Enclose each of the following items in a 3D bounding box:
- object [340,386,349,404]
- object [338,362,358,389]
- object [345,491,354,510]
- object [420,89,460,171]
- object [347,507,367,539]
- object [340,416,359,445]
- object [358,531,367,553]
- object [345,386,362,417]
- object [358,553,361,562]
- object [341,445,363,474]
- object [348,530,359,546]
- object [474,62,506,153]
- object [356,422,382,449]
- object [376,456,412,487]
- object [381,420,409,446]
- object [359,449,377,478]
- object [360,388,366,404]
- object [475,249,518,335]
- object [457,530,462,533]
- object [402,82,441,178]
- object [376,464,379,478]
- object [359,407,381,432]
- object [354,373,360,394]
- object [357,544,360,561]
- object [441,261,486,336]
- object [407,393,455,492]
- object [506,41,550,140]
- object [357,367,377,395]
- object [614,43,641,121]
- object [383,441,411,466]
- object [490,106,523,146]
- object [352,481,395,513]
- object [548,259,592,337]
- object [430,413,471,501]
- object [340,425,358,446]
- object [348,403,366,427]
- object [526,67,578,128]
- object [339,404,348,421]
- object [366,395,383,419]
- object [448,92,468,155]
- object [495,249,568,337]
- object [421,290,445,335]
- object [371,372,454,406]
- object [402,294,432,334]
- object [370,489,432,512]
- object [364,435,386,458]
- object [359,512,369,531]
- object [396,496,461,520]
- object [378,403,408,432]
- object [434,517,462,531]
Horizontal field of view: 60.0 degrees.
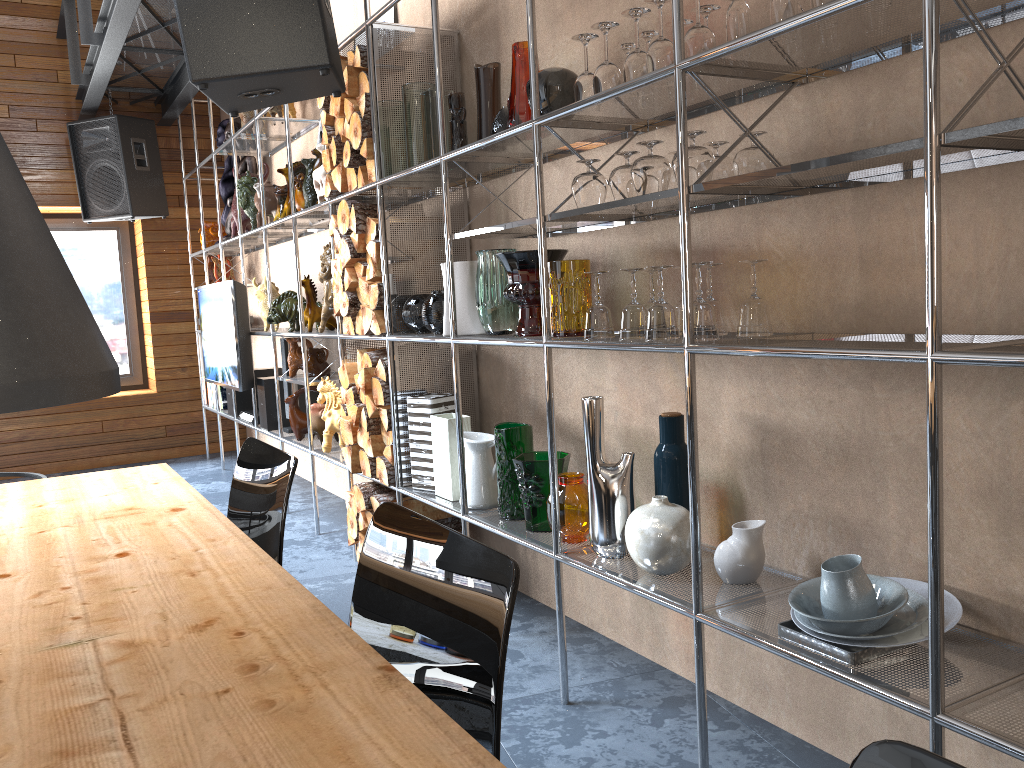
[{"bbox_3d":[-0.585,0.049,3.857,0.308,0.120,0.097,-7,7,-34],"label":"object"},{"bbox_3d":[-0.577,-0.045,3.789,0.299,0.119,0.151,-6,6,-27],"label":"object"},{"bbox_3d":[-0.567,0.512,3.884,0.310,0.121,0.111,-6,6,-30],"label":"object"},{"bbox_3d":[-0.246,-0.865,3.033,0.113,0.253,0.112,-6,6,-29],"label":"object"},{"bbox_3d":[-0.557,0.579,3.835,0.286,0.143,0.143,-6,6,-29],"label":"object"},{"bbox_3d":[-0.535,0.170,3.771,0.374,0.131,0.115,-7,7,-33],"label":"object"},{"bbox_3d":[-0.484,0.650,3.777,0.330,0.098,0.103,-6,6,-32],"label":"object"},{"bbox_3d":[-0.554,0.052,3.760,0.291,0.153,0.112,-7,6,-32],"label":"object"},{"bbox_3d":[-0.511,0.739,3.812,0.303,0.095,0.087,-6,6,-29],"label":"object"},{"bbox_3d":[-0.527,0.293,3.777,0.362,0.131,0.154,-6,6,-29],"label":"object"},{"bbox_3d":[-0.565,0.654,3.902,0.303,0.088,0.095,-6,6,-31],"label":"object"},{"bbox_3d":[-0.070,-0.851,2.713,0.092,0.268,0.092,-4,5,-6],"label":"object"},{"bbox_3d":[-0.488,0.192,3.666,0.288,0.118,0.147,-7,7,-33],"label":"object"},{"bbox_3d":[-0.377,0.321,3.490,0.287,0.112,0.126,-6,6,-29],"label":"object"},{"bbox_3d":[-0.366,0.167,3.529,0.286,0.143,0.143,-6,6,-29],"label":"object"},{"bbox_3d":[-0.470,0.306,3.665,0.299,0.114,0.135,-6,6,-31],"label":"object"},{"bbox_3d":[-0.451,0.025,3.650,0.322,0.128,0.164,-6,6,-30],"label":"object"},{"bbox_3d":[-0.043,-0.285,2.771,0.144,0.264,0.142,-3,5,1],"label":"object"},{"bbox_3d":[-0.339,0.648,3.510,0.321,0.109,0.110,-6,6,-28],"label":"object"},{"bbox_3d":[-0.324,-0.905,3.171,0.122,0.313,0.122,-4,5,-9],"label":"object"},{"bbox_3d":[-0.395,0.323,3.581,0.303,0.095,0.087,-6,6,-29],"label":"object"},{"bbox_3d":[-0.452,0.129,3.620,0.331,0.110,0.101,-6,6,-27],"label":"object"},{"bbox_3d":[-0.501,-0.014,3.707,0.303,0.090,0.098,-6,6,-30],"label":"object"},{"bbox_3d":[-0.530,0.721,3.902,0.287,0.112,0.126,-6,6,-29],"label":"object"},{"bbox_3d":[-0.145,-0.288,2.975,0.175,0.241,0.165,-2,5,6],"label":"object"},{"bbox_3d":[-0.293,0.214,3.311,0.139,0.347,0.140,2,7,40],"label":"object"},{"bbox_3d":[0.042,-0.830,2.512,0.127,0.254,0.126,-2,6,14],"label":"object"},{"bbox_3d":[-0.436,-0.025,3.552,0.362,0.115,0.098,-6,6,-30],"label":"object"},{"bbox_3d":[0.304,-0.790,2.325,0.071,0.184,0.070,1,7,37],"label":"object"},{"bbox_3d":[-0.349,0.252,3.477,0.303,0.088,0.095,-6,6,-31],"label":"object"},{"bbox_3d":[-0.014,-0.766,2.628,0.108,0.109,0.109,-3,5,-3],"label":"object"},{"bbox_3d":[-0.486,0.455,3.689,0.322,0.128,0.164,-6,6,-30],"label":"object"},{"bbox_3d":[0.160,-0.235,2.438,0.120,0.206,0.120,-1,6,18],"label":"object"},{"bbox_3d":[-0.210,0.255,3.140,0.092,0.287,0.148,-6,6,-29],"label":"object"},{"bbox_3d":[-0.579,0.196,3.864,0.321,0.109,0.110,-6,6,-28],"label":"object"},{"bbox_3d":[-0.506,0.113,3.682,0.330,0.098,0.107,-7,7,-33],"label":"object"},{"bbox_3d":[0.115,-0.770,2.386,0.149,0.149,0.148,-2,6,14],"label":"object"},{"bbox_3d":[-0.579,0.103,3.841,0.331,0.110,0.107,-6,6,-31],"label":"object"},{"bbox_3d":[-0.406,0.076,3.542,0.329,0.107,0.128,-6,6,-29],"label":"object"},{"bbox_3d":[-0.174,-0.835,2.884,0.058,0.215,0.077,-3,5,-3],"label":"object"},{"bbox_3d":[0.064,-0.265,2.608,0.218,0.243,0.216,-7,7,-39],"label":"object"},{"bbox_3d":[-0.246,-0.253,3.135,0.151,0.154,0.151,-6,6,-26],"label":"object"},{"bbox_3d":[-0.389,0.012,3.463,0.299,0.114,0.135,-6,6,-31],"label":"object"},{"bbox_3d":[-0.331,-0.260,3.288,0.148,0.146,0.150,2,7,40],"label":"object"},{"bbox_3d":[-0.416,0.480,3.609,0.309,0.131,0.099,-7,6,-33],"label":"object"},{"bbox_3d":[-0.431,0.233,3.600,0.330,0.098,0.103,-6,6,-32],"label":"object"},{"bbox_3d":[-0.474,0.551,3.738,0.331,0.110,0.101,-6,6,-27],"label":"object"},{"bbox_3d":[-0.348,0.489,3.499,0.331,0.105,0.105,-7,6,-32],"label":"object"},{"bbox_3d":[-0.363,0.109,3.468,0.310,0.121,0.111,-6,6,-30],"label":"object"},{"bbox_3d":[-0.351,0.539,3.543,0.288,0.135,0.109,-6,6,-25],"label":"object"}]
